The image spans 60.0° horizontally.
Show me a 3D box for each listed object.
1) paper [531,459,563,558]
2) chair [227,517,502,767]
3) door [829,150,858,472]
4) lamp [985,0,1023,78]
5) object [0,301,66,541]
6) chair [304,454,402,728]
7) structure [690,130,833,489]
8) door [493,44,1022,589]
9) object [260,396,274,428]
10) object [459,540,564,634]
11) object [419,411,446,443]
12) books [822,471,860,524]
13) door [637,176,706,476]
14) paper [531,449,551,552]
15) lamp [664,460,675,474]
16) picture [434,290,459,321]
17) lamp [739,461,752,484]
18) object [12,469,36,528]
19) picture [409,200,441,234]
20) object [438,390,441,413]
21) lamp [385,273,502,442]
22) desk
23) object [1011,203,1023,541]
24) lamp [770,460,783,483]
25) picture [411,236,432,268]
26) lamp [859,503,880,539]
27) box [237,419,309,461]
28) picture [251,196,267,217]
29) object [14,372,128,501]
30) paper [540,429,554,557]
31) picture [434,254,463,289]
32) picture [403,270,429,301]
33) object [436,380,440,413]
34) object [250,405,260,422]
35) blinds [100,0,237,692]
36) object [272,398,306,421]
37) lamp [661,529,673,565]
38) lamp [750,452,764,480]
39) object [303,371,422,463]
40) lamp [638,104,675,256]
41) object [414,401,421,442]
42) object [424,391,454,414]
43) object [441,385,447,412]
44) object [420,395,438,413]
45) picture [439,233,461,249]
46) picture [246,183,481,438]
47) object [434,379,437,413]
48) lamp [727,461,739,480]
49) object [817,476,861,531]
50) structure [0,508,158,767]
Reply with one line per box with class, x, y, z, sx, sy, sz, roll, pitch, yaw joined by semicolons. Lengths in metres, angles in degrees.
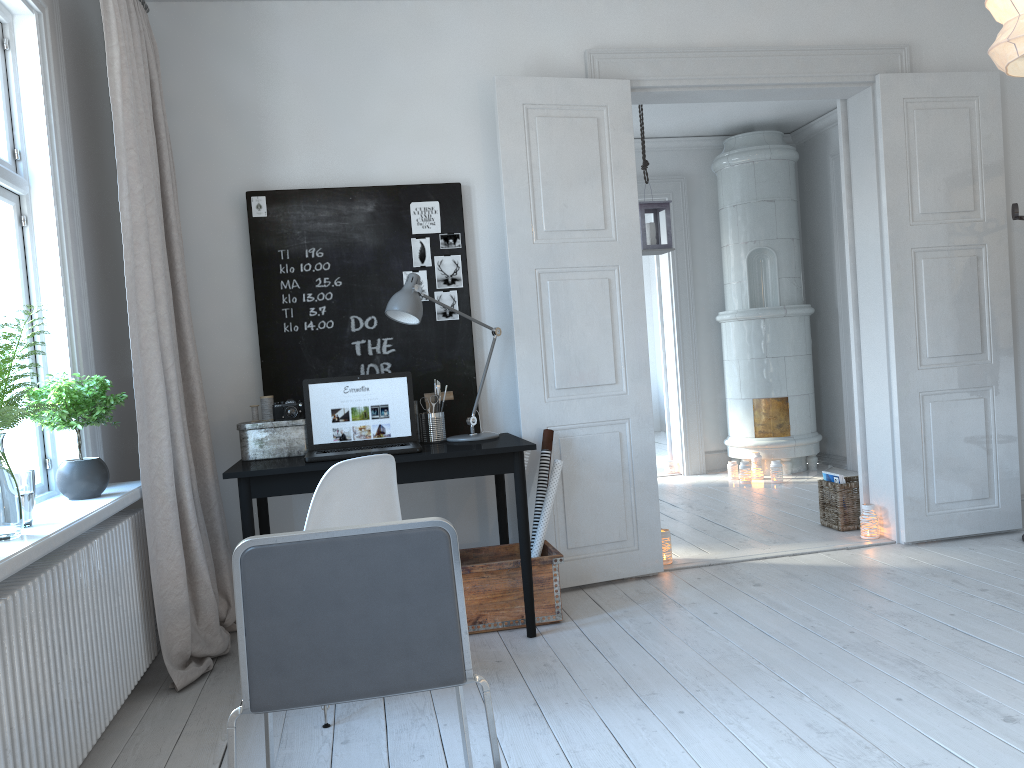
paper;0.122;0.645;3.776;0.283;0.627;0.041;-6;3;-32
chair;-0.330;0.664;1.951;0.562;0.798;0.524;-5;2;-10
door;2.885;-0.558;6.297;0.306;2.507;1.598;-5;2;-10
lamp;1.064;-1.247;1.683;0.339;1.232;0.340;-3;3;21
object;-1.267;0.094;2.114;0.414;0.565;0.304;-3;3;24
chair;-0.610;0.643;2.967;0.554;0.825;0.474;-2;3;45
structure;1.950;-0.589;7.113;0.801;2.830;1.246;-3;3;35
door;1.227;-0.380;4.481;2.598;2.507;0.577;-5;3;-10
object;-1.017;0.116;3.678;0.056;0.130;0.167;-5;2;-11
object;-0.136;0.858;3.707;0.664;0.282;0.339;-5;2;-10
object;-0.342;0.188;3.840;0.108;0.128;0.108;-4;2;5
books;1.906;0.642;5.029;0.201;0.300;0.179;-5;2;-10
door;0.701;-0.423;7.448;2.598;2.507;0.577;-5;3;-10
paper;0.110;0.627;3.834;0.043;0.669;0.266;-2;3;35
lamp;1.353;0.712;7.614;0.093;0.110;0.093;-4;2;7
picture;-0.297;-0.359;4.039;0.103;0.136;0.001;-5;3;-10
lamp;1.795;0.681;6.818;0.089;0.166;0.089;-5;2;-8
object;-1.289;0.300;2.304;0.097;0.146;0.097;-5;2;-4
picture;-0.389;-0.758;4.010;0.147;0.154;0.004;-5;3;-10
object;-0.319;0.137;3.848;0.009;0.222;0.082;-3;3;19
lamp;-0.268;-0.109;3.776;0.616;0.716;0.230;-6;3;-39
desk;-0.504;0.650;3.635;1.159;0.759;0.650;-5;2;-10
object;2.645;-0.061;4.294;0.374;1.660;0.374;-4;3;-2
lamp;2.011;0.667;6.740;0.089;0.166;0.089;-5;2;-11
picture;-0.409;-0.596;4.012;0.083;0.146;0.002;-5;3;-10
lamp;1.875;0.722;4.655;0.092;0.180;0.093;-6;3;-27
box;-0.978;0.227;3.713;0.317;0.152;0.193;-5;2;-10
picture;-1.108;-0.777;3.884;0.061;0.088;0.004;-5;3;-13
object;-1.392;0.162;2.825;0.272;0.407;0.309;-2;3;40
paper;0.120;0.581;3.905;0.048;0.747;0.297;-2;3;35
picture;-0.288;-0.513;4.036;0.121;0.153;0.002;-5;3;-10
picture;-0.435;-0.441;4.012;0.107;0.150;0.001;-5;3;-10
object;-0.325;0.115;3.856;0.012;0.264;0.062;-3;3;32
object;-1.082;0.124;3.733;0.039;0.069;0.040;-5;3;-22
blinds;-1.286;-0.234;3.404;0.225;2.649;0.830;-5;3;-10
object;-0.912;0.104;3.627;0.137;0.087;0.073;-5;2;-10
lamp;0.756;0.817;4.449;0.089;0.166;0.089;-5;3;-17
lamp;1.925;0.645;6.975;0.098;0.210;0.098;-5;2;-5
object;-0.600;0.124;3.514;0.445;0.315;0.325;-5;2;-10
lamp;0.844;-1.729;5.734;0.228;1.763;0.228;-5;3;-13
object;-0.445;0.170;3.894;0.079;0.188;0.079;-6;3;-31
object;-0.310;0.140;3.899;0.138;0.209;0.034;-6;3;-30
object;-0.307;0.127;3.844;0.084;0.240;0.009;-6;3;-33
object;-0.358;0.149;3.847;0.081;0.198;0.050;-4;3;15
picture;-0.280;-0.653;4.034;0.095;0.071;0.001;-5;3;-10
picture;-0.659;-0.298;4.008;0.952;1.173;0.064;-5;3;-10
object;-0.329;0.112;3.855;0.008;0.268;0.060;-4;3;7
lamp;1.756;0.688;7.046;0.084;0.146;0.084;-5;2;-5
object;1.921;0.674;5.033;0.270;0.265;0.223;-5;2;-10
structure;-1.293;0.741;2.534;0.195;0.547;1.505;-5;2;-10
